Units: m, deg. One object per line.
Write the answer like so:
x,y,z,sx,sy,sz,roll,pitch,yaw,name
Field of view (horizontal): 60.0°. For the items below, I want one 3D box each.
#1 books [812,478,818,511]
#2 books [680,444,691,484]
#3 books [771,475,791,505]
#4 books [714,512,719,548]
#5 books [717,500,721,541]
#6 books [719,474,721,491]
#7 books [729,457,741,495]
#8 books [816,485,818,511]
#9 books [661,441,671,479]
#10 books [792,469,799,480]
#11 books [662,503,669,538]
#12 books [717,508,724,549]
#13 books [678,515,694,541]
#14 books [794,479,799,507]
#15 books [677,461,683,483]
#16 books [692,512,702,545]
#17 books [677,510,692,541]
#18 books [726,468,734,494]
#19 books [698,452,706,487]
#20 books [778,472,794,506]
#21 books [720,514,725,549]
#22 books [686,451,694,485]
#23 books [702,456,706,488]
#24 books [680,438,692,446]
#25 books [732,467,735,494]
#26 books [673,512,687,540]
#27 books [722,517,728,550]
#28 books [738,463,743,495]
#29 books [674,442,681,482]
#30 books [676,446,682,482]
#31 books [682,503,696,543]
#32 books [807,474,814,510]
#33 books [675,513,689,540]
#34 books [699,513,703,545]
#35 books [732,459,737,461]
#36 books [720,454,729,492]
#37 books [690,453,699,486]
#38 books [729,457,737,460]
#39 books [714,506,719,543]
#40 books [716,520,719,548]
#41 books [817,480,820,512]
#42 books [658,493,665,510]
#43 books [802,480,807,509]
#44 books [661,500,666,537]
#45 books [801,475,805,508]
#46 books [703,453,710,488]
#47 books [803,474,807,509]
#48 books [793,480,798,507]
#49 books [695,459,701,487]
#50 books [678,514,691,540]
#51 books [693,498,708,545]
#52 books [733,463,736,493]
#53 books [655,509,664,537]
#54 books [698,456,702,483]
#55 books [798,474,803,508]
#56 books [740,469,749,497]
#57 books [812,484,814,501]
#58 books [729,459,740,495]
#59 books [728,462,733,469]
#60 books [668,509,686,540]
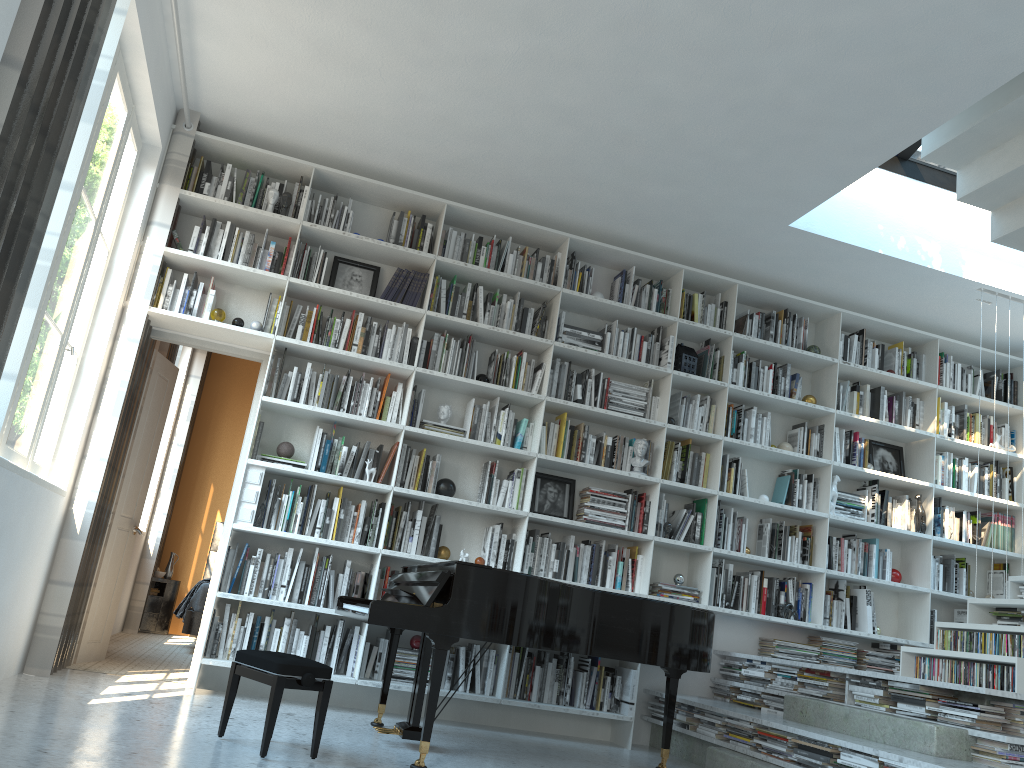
2.068,0.791,6.188,0.011,0.252,0.169,13,-15,-14,books
1.136,0.557,5.947,0.019,0.292,0.182,13,-15,-14,books
1.861,0.756,6.154,0.056,0.240,0.154,13,-15,-14,books
1.334,0.976,5.938,0.006,0.280,0.155,13,-15,-14,books
1.352,0.955,5.966,0.007,0.341,0.149,13,-15,-14,books
1.360,0.614,6.016,0.035,0.287,0.192,13,-15,-14,books
1.509,0.651,6.064,0.013,0.286,0.159,13,-15,-14,books
2.077,0.817,6.202,0.023,0.211,0.164,13,-15,-14,books
0.999,0.531,5.927,0.035,0.292,0.145,13,-15,-14,books
1.941,0.747,6.183,0.013,0.294,0.154,13,-15,-14,books
0.984,0.916,5.858,0.035,0.248,0.141,13,-15,-14,books
1.366,0.980,5.939,0.005,0.283,0.159,13,-15,-14,books
1.118,0.969,5.877,0.091,0.204,0.169,13,-15,-14,books
1.927,0.777,6.155,0.013,0.218,0.187,13,-15,-14,books
1.097,0.615,5.965,0.030,0.180,0.132,13,-15,-14,books
1.194,0.969,5.883,0.029,0.222,0.171,13,-15,-14,books
1.105,0.948,5.879,0.094,0.238,0.150,13,-15,-14,books
1.441,0.675,6.009,0.017,0.191,0.192,13,-15,-14,books
1.249,0.602,5.993,0.032,0.265,0.143,13,-15,-14,books
1.900,0.750,6.159,0.021,0.263,0.174,13,-15,-14,books
1.371,0.999,5.939,0.013,0.248,0.165,13,-15,-14,books
1.156,0.588,5.970,0.033,0.252,0.175,13,-15,-14,books
1.262,0.618,6.009,0.019,0.247,0.149,13,-15,-14,books
1.146,0.543,5.973,0.021,0.336,0.169,13,-15,-14,books
1.469,0.677,6.037,0.007,0.211,0.158,13,-15,-14,books
1.066,0.950,5.852,0.089,0.209,0.176,13,-15,-14,books
1.384,1.010,5.929,0.011,0.225,0.188,13,-15,-14,books
1.525,0.673,6.072,0.007,0.253,0.161,13,-15,-14,books
1.071,0.546,5.944,0.019,0.293,0.164,13,-15,-14,books
1.082,0.563,5.968,0.035,0.277,0.139,13,-15,-14,books
1.173,0.939,5.905,0.013,0.285,0.139,13,-15,-14,books
2.035,0.772,6.178,0.012,0.273,0.184,13,-15,-14,books
1.087,0.959,5.873,0.090,0.211,0.143,13,-15,-14,books
1.214,0.976,5.900,0.021,0.226,0.148,13,-15,-14,books
1.499,0.655,6.060,0.006,0.273,0.167,13,-15,-14,books
1.406,0.625,6.011,0.013,0.278,0.192,13,-15,-14,books
1.184,0.593,5.951,0.027,0.241,0.189,13,-15,-14,books
1.509,0.656,6.107,0.011,0.299,0.089,13,-15,-14,books
1.323,0.967,5.938,0.018,0.294,0.178,13,-15,-14,books
1.335,1.016,5.937,0.013,0.204,0.154,13,-15,-14,books
2.098,0.803,6.201,0.010,0.245,0.159,13,-15,-14,books
0.957,0.879,5.847,0.013,0.306,0.141,13,-15,-14,books
1.991,0.788,6.168,0.012,0.224,0.178,13,-15,-14,books
0.964,0.903,5.854,0.012,0.265,0.157,13,-15,-14,books
1.978,0.770,6.176,0.015,0.258,0.152,13,-15,-14,books
1.282,0.612,6.014,0.033,0.268,0.142,13,-15,-14,books
2.008,0.771,6.193,0.032,0.274,0.155,13,-15,-14,books
1.918,0.780,6.152,0.006,0.209,0.188,13,-15,-14,books
1.202,0.618,5.960,0.034,0.204,0.181,13,-15,-14,books
1.104,0.963,5.886,0.090,0.214,0.139,13,-15,-14,books
1.239,0.932,5.914,0.014,0.324,0.183,13,-15,-14,books
1.479,0.667,6.055,0.017,0.242,0.133,13,-15,-14,books
0.934,0.926,5.813,0.027,0.191,0.182,13,-15,-14,books
1.223,0.611,5.989,0.028,0.239,0.145,13,-15,-14,books
1.963,0.764,6.171,0.018,0.262,0.165,13,-15,-14,books
1.557,0.696,6.048,0.051,0.209,0.177,13,-15,-14,books
2.051,0.796,6.200,0.013,0.244,0.159,13,-15,-14,books
1.495,0.655,6.053,0.006,0.269,0.178,13,-15,-14,books
1.449,0.659,6.043,0.008,0.242,0.169,13,-15,-14,books
1.053,0.937,5.845,0.095,0.227,0.190,13,-15,-14,books
